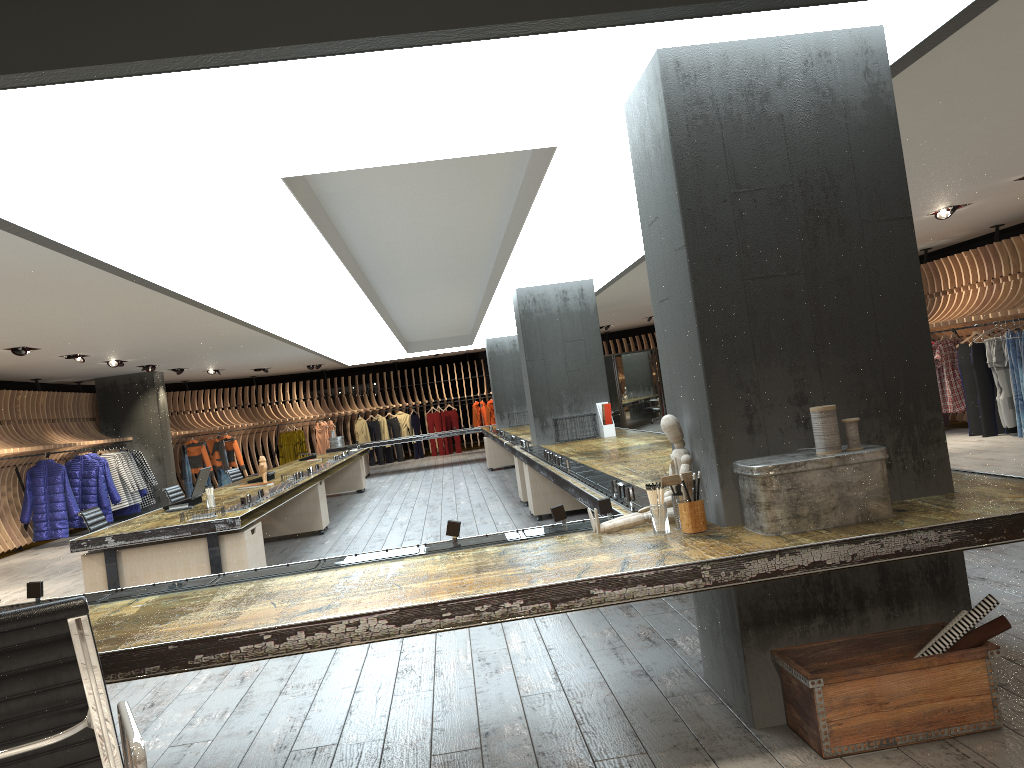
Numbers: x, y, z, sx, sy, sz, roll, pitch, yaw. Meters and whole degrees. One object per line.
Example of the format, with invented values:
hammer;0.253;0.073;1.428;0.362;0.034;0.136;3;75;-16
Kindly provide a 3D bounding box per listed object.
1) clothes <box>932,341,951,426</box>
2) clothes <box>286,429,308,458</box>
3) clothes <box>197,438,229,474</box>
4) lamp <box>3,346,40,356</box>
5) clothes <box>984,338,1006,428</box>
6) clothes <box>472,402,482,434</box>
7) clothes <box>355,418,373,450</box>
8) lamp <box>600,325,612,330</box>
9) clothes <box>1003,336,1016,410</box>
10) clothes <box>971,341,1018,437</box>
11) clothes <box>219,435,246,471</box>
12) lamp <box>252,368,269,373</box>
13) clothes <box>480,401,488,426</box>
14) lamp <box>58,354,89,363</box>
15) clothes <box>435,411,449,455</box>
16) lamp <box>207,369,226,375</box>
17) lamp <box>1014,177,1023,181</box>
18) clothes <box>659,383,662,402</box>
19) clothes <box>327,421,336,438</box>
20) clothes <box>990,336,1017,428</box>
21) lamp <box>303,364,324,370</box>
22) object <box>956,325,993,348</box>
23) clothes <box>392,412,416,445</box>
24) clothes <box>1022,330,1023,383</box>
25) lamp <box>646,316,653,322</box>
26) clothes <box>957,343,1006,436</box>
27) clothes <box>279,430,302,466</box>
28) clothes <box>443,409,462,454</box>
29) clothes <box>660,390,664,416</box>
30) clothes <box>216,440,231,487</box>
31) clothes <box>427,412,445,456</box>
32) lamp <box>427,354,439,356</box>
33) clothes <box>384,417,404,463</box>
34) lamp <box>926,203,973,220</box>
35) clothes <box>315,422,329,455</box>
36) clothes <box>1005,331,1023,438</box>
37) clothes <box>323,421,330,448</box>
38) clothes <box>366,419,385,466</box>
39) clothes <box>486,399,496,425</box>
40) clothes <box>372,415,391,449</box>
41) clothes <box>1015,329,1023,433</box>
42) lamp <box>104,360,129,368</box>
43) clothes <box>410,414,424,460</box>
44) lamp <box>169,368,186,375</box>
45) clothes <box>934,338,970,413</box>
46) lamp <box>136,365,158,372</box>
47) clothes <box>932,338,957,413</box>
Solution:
clothes;6.075;0.007;12.933;0.839;1.313;0.321;-8;-2;5
clothes;-5.524;1.696;22.692;0.664;1.045;0.168;-9;-2;26
clothes;-6.939;1.677;20.546;0.839;0.881;0.201;-8;-2;16
lamp;-6.261;-0.485;11.340;0.269;0.292;0.492;-8;-1;-4
clothes;6.182;-0.022;11.184;0.273;1.143;0.170;-9;-2;28
clothes;-0.968;0.928;24.657;0.200;0.881;0.839;-8;-1;11
clothes;-4.038;1.350;23.855;0.250;0.890;0.704;-6;-2;-44
lamp;2.293;-1.479;22.217;0.492;0.294;0.269;-9;-2;41
clothes;6.241;-0.033;10.975;0.169;1.143;0.273;-9;-2;43
clothes;6.216;0.091;11.387;0.539;1.353;0.087;-8;-2;-5
clothes;-6.744;1.656;21.088;0.838;0.881;0.201;-8;-2;26
lamp;-5.868;-0.393;20.735;0.269;0.293;0.493;-8;-1;28
clothes;-0.741;0.898;24.709;0.201;0.881;0.839;-8;-1;1
lamp;-6.379;-0.444;12.929;0.269;0.294;0.492;-8;-1;-4
clothes;-1.938;1.409;24.570;0.093;1.338;0.551;-6;-2;-34
lamp;-6.475;-0.331;19.270;0.269;0.296;0.493;-8;-1;15
lamp;5.113;-2.076;8.557;0.269;0.291;0.492;-8;-1;-4
clothes;3.897;0.414;22.631;0.444;1.129;0.126;-8;-2;-7
clothes;-4.739;1.536;23.395;0.125;1.156;0.446;-6;-2;-40
clothes;6.177;-0.025;11.077;0.278;1.141;0.172;-8;-2;3
lamp;-4.901;-0.502;21.993;0.493;0.297;0.269;-7;-2;-44
object;6.088;-0.643;11.616;0.524;0.270;0.012;-9;-2;35
clothes;-3.015;1.215;24.309;0.704;0.890;0.250;-8;-2;16
clothes;6.237;0.097;10.532;0.373;1.537;0.312;-8;-2;7
lamp;3.356;-1.642;21.054;0.269;0.293;0.492;-7;-2;-37
clothes;6.183;0.099;11.588;0.538;1.353;0.087;-9;-2;35
clothes;-5.645;1.710;22.555;0.664;1.045;0.168;-9;-2;26
clothes;-1.654;1.371;24.608;0.551;1.338;0.093;-9;-2;36
clothes;3.951;0.406;22.556;0.444;1.129;0.126;-7;-2;-32
clothes;-6.797;2.015;20.830;0.309;1.422;0.200;-7;-2;-32
clothes;-2.100;1.431;24.542;0.551;1.338;0.093;-9;-2;41
lamp;-2.116;-0.860;23.417;0.493;0.296;0.269;-8;-1;-11
clothes;-3.246;1.577;24.194;0.539;1.353;0.087;-8;-2;20
lamp;4.995;-2.038;10.146;0.269;0.284;0.492;-8;-1;-4
clothes;-4.963;1.564;23.227;0.446;1.156;0.125;-9;-2;30
clothes;6.233;0.095;10.825;0.277;1.543;0.316;-8;-2;-6
clothes;-4.873;1.553;23.300;0.125;1.156;0.446;-6;-2;-35
clothes;-3.716;1.637;23.986;0.538;1.353;0.087;-9;-2;30
clothes;-0.533;0.869;24.656;0.200;0.881;0.840;-9;-2;26
clothes;-3.573;1.290;24.102;0.704;0.890;0.250;-9;-2;36
clothes;6.266;-0.026;10.685;0.277;1.292;0.316;-6;-2;-41
lamp;-6.498;-0.407;14.518;0.269;0.286;0.492;-8;-1;-4
clothes;-2.613;1.491;24.423;0.087;1.353;0.539;-8;-2;20
lamp;-6.675;-0.330;17.698;0.269;0.292;0.492;-8;-1;2
clothes;6.100;-0.123;12.096;0.760;1.030;0.179;-7;-2;-19
lamp;-6.616;-0.363;16.107;0.269;0.292;0.492;-8;-1;-4
clothes;6.099;-0.117;12.319;0.761;1.021;0.187;-8;-2;-4
